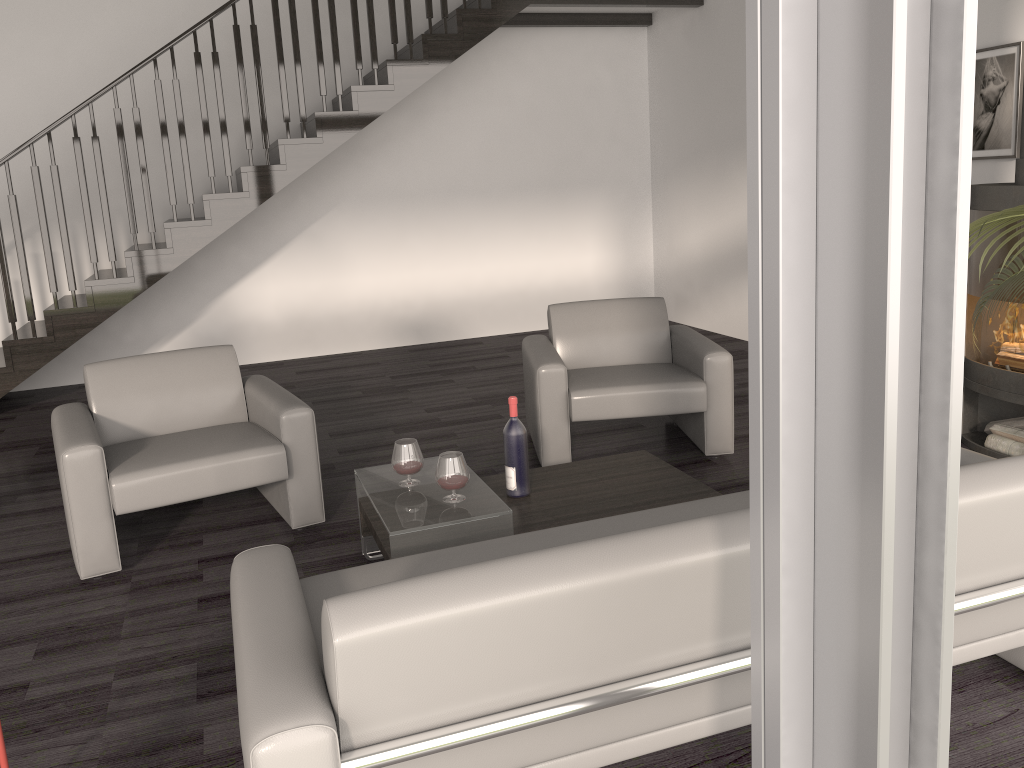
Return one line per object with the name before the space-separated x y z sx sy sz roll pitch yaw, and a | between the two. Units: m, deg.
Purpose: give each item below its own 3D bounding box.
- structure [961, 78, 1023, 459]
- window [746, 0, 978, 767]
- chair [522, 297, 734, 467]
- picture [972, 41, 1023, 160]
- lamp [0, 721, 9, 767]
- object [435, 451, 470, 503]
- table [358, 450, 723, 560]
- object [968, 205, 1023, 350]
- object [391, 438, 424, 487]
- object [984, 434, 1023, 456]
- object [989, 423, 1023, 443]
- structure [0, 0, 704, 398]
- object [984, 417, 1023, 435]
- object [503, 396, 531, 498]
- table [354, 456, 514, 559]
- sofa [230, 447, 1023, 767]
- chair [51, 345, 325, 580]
structure | 2.675 -1.015 3.939 1.117 2.655 0.823 -7 12 -18
window | -1.104 -0.411 0.538 9.758 3.447 0.387 -8 12 -18
chair | 0.562 -0.034 4.557 0.963 0.712 0.917 -4 12 -3
picture | 2.535 -1.488 4.709 0.026 0.573 0.396 -7 12 -18
lamp | -1.188 0.142 1.860 0.354 1.775 0.367 -7 12 -18
object | -0.198 0.310 2.959 0.116 0.154 0.116 -9 13 -27
table | 0.093 0.531 3.262 1.202 0.248 0.604 -8 13 -18
object | 2.106 -0.216 2.857 2.123 1.654 1.728 -9 13 -23
object | -0.370 0.278 3.142 0.116 0.154 0.116 -5 12 -9
object | 2.297 0.299 4.039 0.092 0.081 0.268 -7 13 -17
object | 2.325 0.243 4.068 0.073 0.067 0.259 -8 13 -19
structure | -1.182 -2.194 6.901 6.351 4.065 1.006 -8 12 -18
object | 2.380 0.207 4.177 0.104 0.190 0.308 -7 13 -16
object | 0.013 0.227 3.230 0.093 0.368 0.093 -7 12 -19
table | -0.288 0.530 3.128 0.401 0.339 0.684 -7 13 -18
sofa | 0.426 0.522 2.185 2.118 0.712 0.907 -8 13 -18
chair | -1.389 0.267 3.756 0.966 0.712 0.914 -10 14 -28
